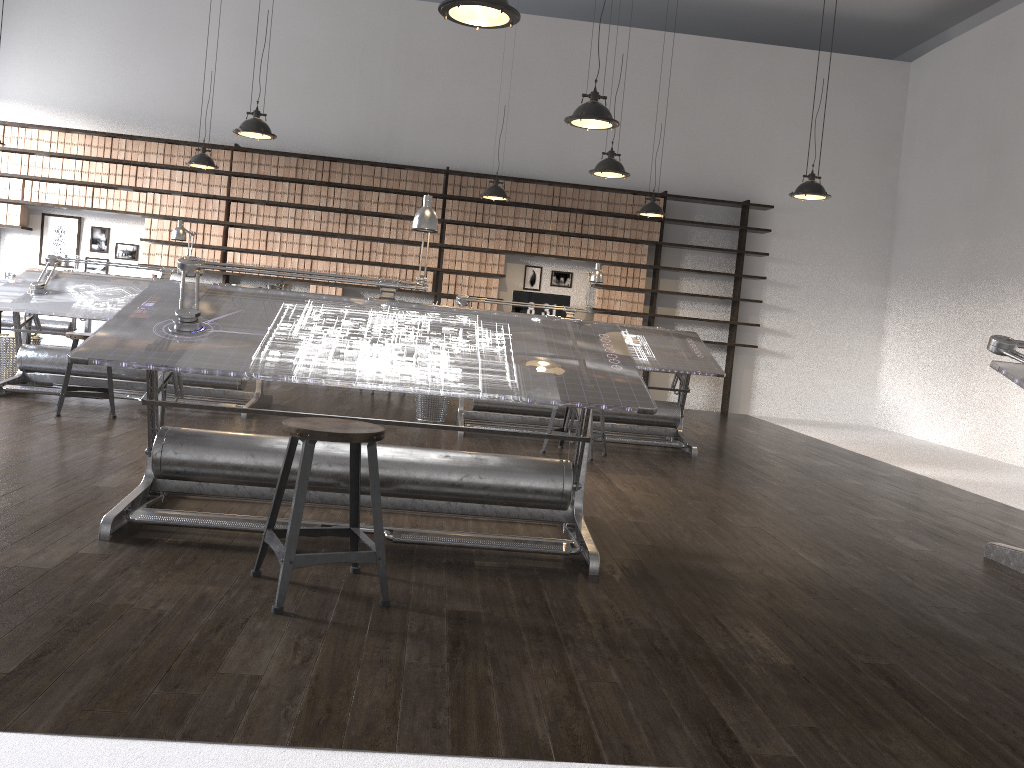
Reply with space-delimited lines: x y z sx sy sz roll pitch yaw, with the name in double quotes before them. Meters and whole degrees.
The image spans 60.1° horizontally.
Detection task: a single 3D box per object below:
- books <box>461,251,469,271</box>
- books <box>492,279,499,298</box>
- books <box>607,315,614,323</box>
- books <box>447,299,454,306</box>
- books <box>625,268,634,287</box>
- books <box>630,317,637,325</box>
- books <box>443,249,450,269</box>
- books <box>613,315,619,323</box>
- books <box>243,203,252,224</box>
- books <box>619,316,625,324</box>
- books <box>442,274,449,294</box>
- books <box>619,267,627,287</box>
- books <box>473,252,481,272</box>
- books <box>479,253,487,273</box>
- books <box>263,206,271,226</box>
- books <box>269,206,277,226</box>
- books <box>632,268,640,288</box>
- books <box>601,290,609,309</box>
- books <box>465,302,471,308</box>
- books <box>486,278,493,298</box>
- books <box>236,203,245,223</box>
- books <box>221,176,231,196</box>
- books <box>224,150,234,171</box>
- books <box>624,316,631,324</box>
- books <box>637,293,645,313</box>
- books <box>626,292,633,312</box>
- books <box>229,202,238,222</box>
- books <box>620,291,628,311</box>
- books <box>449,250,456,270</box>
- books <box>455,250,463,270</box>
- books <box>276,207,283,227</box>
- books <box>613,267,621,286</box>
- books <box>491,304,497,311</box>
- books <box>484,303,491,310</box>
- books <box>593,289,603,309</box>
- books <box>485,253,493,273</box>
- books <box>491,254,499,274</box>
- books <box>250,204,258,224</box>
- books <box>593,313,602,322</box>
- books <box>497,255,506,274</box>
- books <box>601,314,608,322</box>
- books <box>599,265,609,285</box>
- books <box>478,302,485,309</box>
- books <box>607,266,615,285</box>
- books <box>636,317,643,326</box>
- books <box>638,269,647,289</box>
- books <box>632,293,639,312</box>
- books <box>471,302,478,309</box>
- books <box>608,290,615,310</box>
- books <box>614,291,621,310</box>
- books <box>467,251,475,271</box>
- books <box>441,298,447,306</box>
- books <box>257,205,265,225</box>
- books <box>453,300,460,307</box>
"books" -0.528 -1.380 9.973 0.066 0.225 0.175 5 3 -5
"books" -0.194 -1.075 10.011 0.066 0.225 0.175 5 3 -5
"books" 1.106 -0.680 10.133 0.066 0.225 0.175 5 3 -5
"books" -0.702 -0.842 9.974 0.066 0.225 0.175 5 3 -5
"books" 1.333 -1.213 10.130 0.067 0.225 0.175 5 3 -5
"books" 1.373 -0.656 10.158 0.066 0.225 0.175 5 3 -5
"books" -0.740 -1.400 9.959 0.066 0.225 0.175 5 3 -5
"books" 1.168 -0.674 10.137 0.066 0.225 0.175 5 3 -5
"books" -2.901 -1.866 9.765 0.066 0.225 0.175 5 3 -5
"books" 1.234 -0.668 10.141 0.067 0.225 0.175 5 3 -5
"books" -0.749 -1.125 9.967 0.066 0.225 0.175 5 3 -5
"books" 1.258 -1.220 10.129 0.066 0.225 0.175 5 3 -5
"books" -0.400 -1.368 9.981 0.067 0.225 0.175 5 3 -5
"books" -0.333 -1.363 9.993 0.066 0.225 0.175 5 3 -5
"books" -2.690 -1.847 9.782 0.066 0.225 0.175 5 3 -5
"books" -2.623 -1.840 9.782 0.067 0.225 0.175 5 3 -5
"books" 1.406 -1.206 10.142 0.066 0.225 0.175 5 3 -5
"books" 1.053 -0.963 10.120 0.066 0.225 0.175 5 3 -5
"books" -0.503 -0.825 9.998 0.066 0.225 0.175 5 3 -5
"books" -0.257 -1.080 10.008 0.066 0.225 0.175 5 3 -5
"books" -2.975 -1.872 9.753 0.067 0.225 0.175 5 3 -5
"books" -3.138 -2.162 9.730 0.067 0.225 0.175 5 3 -5
"books" -3.104 -2.437 9.722 0.066 0.225 0.175 5 3 -5
"books" 1.304 -0.662 10.151 0.066 0.225 0.175 5 3 -5
"books" 1.462 -0.926 10.155 0.066 0.225 0.175 5 3 -5
"books" 1.330 -0.937 10.138 0.067 0.225 0.175 5 3 -5
"books" -3.049 -1.879 9.752 0.066 0.225 0.175 5 3 -5
"books" 1.264 -0.943 10.132 0.066 0.225 0.175 5 3 -5
"books" -0.670 -1.393 9.963 0.066 0.225 0.175 5 3 -5
"books" -0.600 -1.387 9.965 0.067 0.225 0.175 5 3 -5
"books" -2.557 -1.835 9.792 0.066 0.225 0.175 5 3 -5
"books" 1.188 -1.226 10.118 0.066 0.225 0.175 5 3 -5
"books" -0.214 -0.799 10.022 0.066 0.225 0.175 5 3 -5
"books" -0.284 -0.805 10.012 0.066 0.225 0.175 5 3 -5
"books" 0.984 -0.969 10.110 0.067 0.225 0.175 5 3 -5
"books" -0.263 -1.357 9.999 0.066 0.225 0.175 5 3 -5
"books" -0.192 -1.350 10.001 0.066 0.225 0.175 5 3 -5
"books" -2.831 -1.859 9.766 0.066 0.225 0.175 5 3 -5
"books" 0.972 -0.692 10.123 0.066 0.225 0.175 5 3 -5
"books" -0.122 -1.344 10.011 0.066 0.225 0.175 5 3 -5
"books" 1.040 -0.685 10.123 0.067 0.225 0.175 5 3 -5
"books" 1.047 -1.239 10.110 0.066 0.225 0.175 5 3 -5
"books" -0.355 -0.812 10.011 0.066 0.225 0.175 5 3 -5
"books" 1.118 -1.232 10.116 0.066 0.225 0.175 5 3 -5
"books" 1.438 -0.650 10.157 0.067 0.225 0.175 5 3 -5
"books" 1.482 -1.200 10.146 0.066 0.225 0.175 5 3 -5
"books" 1.392 -0.932 10.148 0.066 0.225 0.175 5 3 -5
"books" -0.429 -0.818 9.999 0.067 0.225 0.175 5 3 -5
"books" 1.122 -0.956 10.127 0.066 0.225 0.175 5 3 -5
"books" 1.192 -0.950 10.130 0.066 0.225 0.175 5 3 -5
"books" -0.466 -1.375 9.980 0.066 0.225 0.175 5 3 -5
"books" -0.774 -0.849 9.971 0.066 0.225 0.175 5 3 -5
"books" -2.761 -1.853 9.776 0.066 0.225 0.175 5 3 -5
"books" -0.630 -0.836 9.980 0.067 0.225 0.175 5 3 -5
